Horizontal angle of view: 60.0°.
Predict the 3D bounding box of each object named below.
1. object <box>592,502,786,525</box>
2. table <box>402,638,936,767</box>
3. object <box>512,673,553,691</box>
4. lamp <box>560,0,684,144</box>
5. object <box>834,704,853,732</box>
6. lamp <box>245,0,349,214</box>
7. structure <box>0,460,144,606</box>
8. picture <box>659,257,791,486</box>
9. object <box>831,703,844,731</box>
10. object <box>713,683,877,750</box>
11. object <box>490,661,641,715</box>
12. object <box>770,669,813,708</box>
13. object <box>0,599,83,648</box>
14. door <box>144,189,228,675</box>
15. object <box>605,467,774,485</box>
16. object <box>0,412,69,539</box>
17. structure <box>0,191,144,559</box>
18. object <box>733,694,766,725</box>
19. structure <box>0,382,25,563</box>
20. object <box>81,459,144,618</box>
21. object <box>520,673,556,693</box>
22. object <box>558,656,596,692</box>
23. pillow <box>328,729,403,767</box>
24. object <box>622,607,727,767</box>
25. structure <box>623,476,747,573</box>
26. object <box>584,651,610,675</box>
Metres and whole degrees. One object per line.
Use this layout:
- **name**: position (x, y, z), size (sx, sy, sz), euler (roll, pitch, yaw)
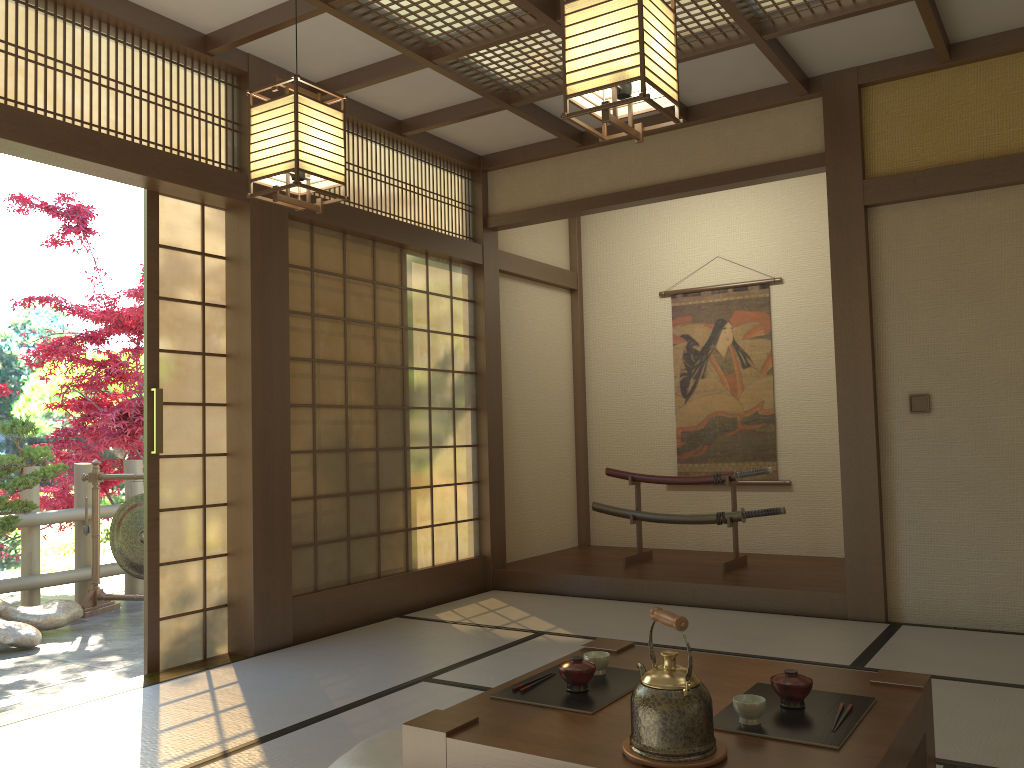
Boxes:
- **object**: position (1.153, 0.870, 5.948), size (1.369, 0.144, 0.100), euler (-4, -4, 34)
- **table**: position (0.437, 0.964, 2.220), size (1.000, 0.350, 1.000), euler (-4, -4, 33)
- **object**: position (0.059, 0.810, 2.421), size (0.008, 0.008, 0.200), euler (-4, -4, 33)
- **lamp**: position (0.268, -1.201, 2.284), size (0.240, 1.129, 0.240), euler (-4, -4, 33)
- **object**: position (0.762, 0.768, 2.042), size (0.008, 0.008, 0.200), euler (-4, -4, 31)
- **lamp**: position (-0.708, -1.136, 2.916), size (0.240, 1.129, 0.240), euler (-4, -4, 33)
- **structure**: position (-3.756, 1.096, 5.586), size (0.245, 1.136, 7.456), euler (-4, -4, 33)
- **picture**: position (1.572, -0.107, 6.651), size (0.952, 1.725, 0.038), euler (-4, -4, 33)
- **object**: position (0.753, 0.769, 2.051), size (0.008, 0.008, 0.200), euler (-3, -4, 27)
- **object**: position (0.670, 0.782, 2.114), size (0.300, 0.007, 0.400), euler (-4, -4, 33)
- **object**: position (0.176, 0.812, 2.392), size (0.300, 0.007, 0.400), euler (-4, -4, 33)
- **object**: position (0.680, 0.738, 2.156), size (0.100, 0.080, 0.100), euler (-4, -4, 33)
- **object**: position (-3.210, 1.401, 5.205), size (1.147, 0.276, 1.260), euler (-3, -4, 29)
- **door**: position (-1.159, 0.248, 4.880), size (0.073, 2.380, 1.894), euler (-4, -4, 33)
- **object**: position (1.166, 0.617, 5.949), size (1.186, 0.121, 0.086), euler (-4, -4, 34)
- **object**: position (-3.205, 0.853, 5.293), size (1.032, 1.362, 0.586), euler (1, -4, -31)
- **structure**: position (-3.041, -0.137, 8.497), size (3.412, 4.004, 3.045), euler (-4, -4, 35)
- **object**: position (0.547, 0.751, 2.042), size (0.074, 0.052, 0.073), euler (-1, -4, -14)
- **structure**: position (-4.920, -0.276, 5.458), size (3.412, 4.004, 3.045), euler (0, -4, -24)
- **object**: position (-2.490, 1.032, 6.068), size (1.045, 1.061, 0.368), euler (-2, -4, 12)
- **object**: position (0.073, 0.809, 2.410), size (0.008, 0.008, 0.200), euler (-3, -4, 29)
- **object**: position (0.172, 0.763, 2.340), size (0.100, 0.080, 0.100), euler (-4, -4, 33)
- **pillow**: position (-0.266, 1.151, 2.697), size (0.486, 0.107, 0.496), euler (-3, -4, 26)
- **object**: position (0.337, 0.632, 1.887), size (0.226, 0.296, 0.219), euler (-3, -4, 28)
- **structure**: position (1.161, 0.921, 5.992), size (0.712, 0.604, 0.446), euler (-4, -4, 33)
- **object**: position (0.240, 0.788, 2.498), size (0.074, 0.052, 0.073), euler (-1, -4, -14)
